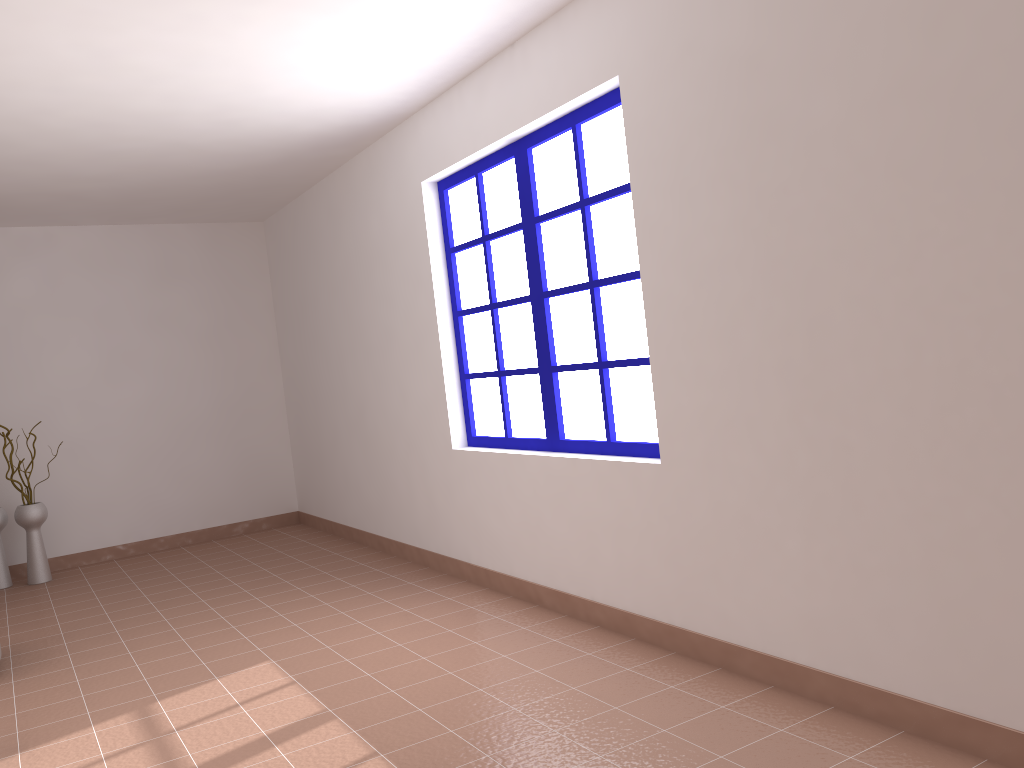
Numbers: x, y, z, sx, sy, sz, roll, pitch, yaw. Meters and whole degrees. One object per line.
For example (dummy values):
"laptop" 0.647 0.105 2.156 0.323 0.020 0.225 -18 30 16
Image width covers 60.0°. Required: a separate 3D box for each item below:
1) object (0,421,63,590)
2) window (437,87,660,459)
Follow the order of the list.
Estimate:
"object" -3.321 0.810 6.036 0.655 1.112 0.284 -7 2 -11
"window" 0.125 -0.400 4.054 0.035 1.430 1.699 -8 2 -30
